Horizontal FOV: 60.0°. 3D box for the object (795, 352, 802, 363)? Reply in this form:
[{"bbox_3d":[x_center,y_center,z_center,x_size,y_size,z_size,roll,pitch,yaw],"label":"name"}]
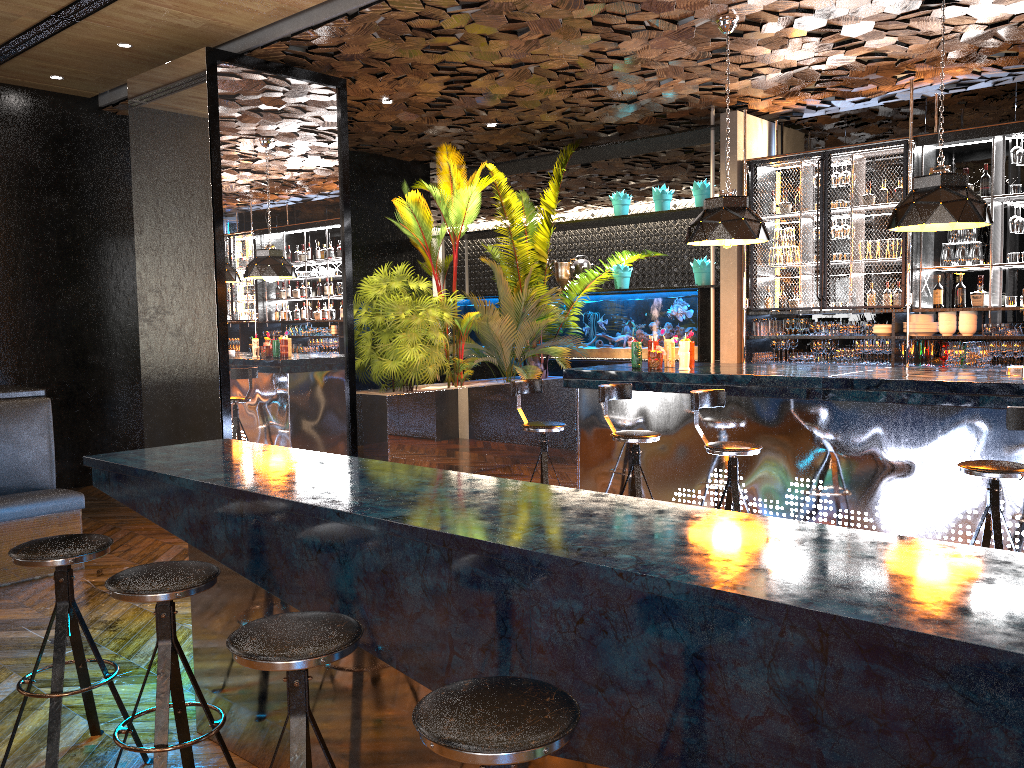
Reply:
[{"bbox_3d":[2.821,-0.259,8.736,0.093,0.101,0.093,-1,4,2],"label":"object"}]

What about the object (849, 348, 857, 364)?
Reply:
[{"bbox_3d":[3.236,-0.265,8.428,0.074,0.146,0.065,-3,5,-25],"label":"object"}]

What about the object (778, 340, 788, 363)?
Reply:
[{"bbox_3d":[2.668,-0.318,8.729,0.091,0.227,0.091,-3,5,-25],"label":"object"}]

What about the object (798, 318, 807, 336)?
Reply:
[{"bbox_3d":[2.802,-0.549,8.557,0.087,0.170,0.087,-1,4,2],"label":"object"}]

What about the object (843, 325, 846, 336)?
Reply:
[{"bbox_3d":[3.129,-0.509,8.407,0.078,0.103,0.078,-1,4,-5],"label":"object"}]

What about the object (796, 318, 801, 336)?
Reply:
[{"bbox_3d":[2.816,-0.557,8.666,0.087,0.170,0.087,-1,4,2],"label":"object"}]

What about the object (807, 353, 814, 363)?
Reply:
[{"bbox_3d":[2.899,-0.255,8.669,0.093,0.101,0.093,-3,5,-27],"label":"object"}]

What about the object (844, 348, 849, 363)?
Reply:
[{"bbox_3d":[3.223,-0.275,8.559,0.074,0.146,0.065,-2,4,-19],"label":"object"}]

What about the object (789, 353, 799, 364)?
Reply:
[{"bbox_3d":[2.751,-0.252,8.658,0.093,0.101,0.093,0,4,10],"label":"object"}]

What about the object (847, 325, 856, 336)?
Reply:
[{"bbox_3d":[3.160,-0.497,8.258,0.078,0.099,0.078,0,4,9],"label":"object"}]

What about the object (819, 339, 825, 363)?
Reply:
[{"bbox_3d":[3.014,-0.318,8.632,0.088,0.229,0.077,-4,5,-33],"label":"object"}]

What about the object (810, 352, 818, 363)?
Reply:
[{"bbox_3d":[2.970,-0.262,8.741,0.093,0.101,0.093,-4,5,-33],"label":"object"}]

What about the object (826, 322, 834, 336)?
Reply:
[{"bbox_3d":[3.009,-0.521,8.398,0.074,0.131,0.074,-4,5,-35],"label":"object"}]

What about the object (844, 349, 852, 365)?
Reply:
[{"bbox_3d":[3.166,-0.258,8.348,0.074,0.146,0.065,2,5,36],"label":"object"}]

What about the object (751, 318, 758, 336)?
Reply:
[{"bbox_3d":[2.443,-0.573,8.917,0.067,0.174,0.067,-5,6,-40],"label":"object"}]

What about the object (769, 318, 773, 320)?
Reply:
[{"bbox_3d":[2.613,-0.582,9.003,0.067,0.174,0.067,-1,4,2],"label":"object"}]

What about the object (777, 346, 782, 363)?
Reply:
[{"bbox_3d":[2.673,-0.329,8.872,0.091,0.227,0.091,-2,4,-9],"label":"object"}]

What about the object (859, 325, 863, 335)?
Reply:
[{"bbox_3d":[3.317,-0.516,8.475,0.078,0.099,0.078,0,4,9],"label":"object"}]

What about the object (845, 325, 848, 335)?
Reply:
[{"bbox_3d":[3.188,-0.515,8.476,0.078,0.103,0.078,-1,4,-5],"label":"object"}]

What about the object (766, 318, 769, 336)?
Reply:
[{"bbox_3d":[2.555,-0.576,8.934,0.067,0.174,0.067,-3,5,-23],"label":"object"}]

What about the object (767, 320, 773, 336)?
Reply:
[{"bbox_3d":[2.559,-0.555,8.805,0.058,0.152,0.051,-5,6,-43],"label":"object"}]

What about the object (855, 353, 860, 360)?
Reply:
[{"bbox_3d":[3.307,-0.272,8.502,0.065,0.146,0.074,-3,5,-26],"label":"object"}]

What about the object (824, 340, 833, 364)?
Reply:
[{"bbox_3d":[3.035,-0.309,8.498,0.088,0.229,0.077,3,6,41],"label":"object"}]

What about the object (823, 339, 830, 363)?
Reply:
[{"bbox_3d":[3.077,-0.324,8.700,0.077,0.229,0.088,0,4,16],"label":"object"}]

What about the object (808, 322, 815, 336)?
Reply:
[{"bbox_3d":[2.902,-0.534,8.577,0.081,0.132,0.081,0,4,13],"label":"object"}]

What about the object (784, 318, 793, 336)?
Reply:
[{"bbox_3d":[2.696,-0.555,8.665,0.087,0.170,0.087,-1,4,2],"label":"object"}]

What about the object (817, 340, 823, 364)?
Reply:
[{"bbox_3d":[2.963,-0.313,8.568,0.088,0.229,0.077,-1,4,1],"label":"object"}]

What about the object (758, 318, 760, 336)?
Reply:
[{"bbox_3d":[2.494,-0.578,8.971,0.067,0.174,0.067,-2,4,-8],"label":"object"}]

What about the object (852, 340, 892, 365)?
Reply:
[{"bbox_3d":[3.364,-0.292,8.226,0.376,0.227,0.186,3,6,40],"label":"object"}]

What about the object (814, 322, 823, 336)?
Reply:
[{"bbox_3d":[2.929,-0.527,8.484,0.081,0.132,0.081,0,4,13],"label":"object"}]

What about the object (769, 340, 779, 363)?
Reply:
[{"bbox_3d":[2.600,-0.322,8.792,0.091,0.227,0.091,-1,4,4],"label":"object"}]

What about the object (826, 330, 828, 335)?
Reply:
[{"bbox_3d":[3.095,-0.544,8.670,0.081,0.132,0.081,0,4,13],"label":"object"}]

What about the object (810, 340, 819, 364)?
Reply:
[{"bbox_3d":[2.902,-0.306,8.501,0.077,0.229,0.088,-4,5,-35],"label":"object"}]

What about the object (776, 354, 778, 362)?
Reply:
[{"bbox_3d":[2.708,-0.269,9.082,0.034,0.080,0.034,-4,5,-39],"label":"object"}]

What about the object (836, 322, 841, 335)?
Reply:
[{"bbox_3d":[3.126,-0.532,8.526,0.074,0.131,0.074,-4,5,-35],"label":"object"}]

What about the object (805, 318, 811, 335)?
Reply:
[{"bbox_3d":[2.913,-0.567,8.774,0.087,0.170,0.087,-1,4,2],"label":"object"}]

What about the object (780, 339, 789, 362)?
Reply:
[{"bbox_3d":[2.756,-0.338,8.977,0.091,0.227,0.091,-5,6,-45],"label":"object"}]

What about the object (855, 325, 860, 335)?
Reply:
[{"bbox_3d":[3.258,-0.510,8.415,0.078,0.099,0.078,0,4,9],"label":"object"}]

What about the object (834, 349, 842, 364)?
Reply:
[{"bbox_3d":[3.091,-0.261,8.408,0.074,0.146,0.065,0,4,18],"label":"object"}]

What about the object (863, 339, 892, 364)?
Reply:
[{"bbox_3d":[3.494,-0.305,8.372,0.376,0.227,0.186,3,6,40],"label":"object"}]

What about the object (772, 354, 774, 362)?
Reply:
[{"bbox_3d":[2.648,-0.263,9.014,0.034,0.080,0.034,3,6,41],"label":"object"}]

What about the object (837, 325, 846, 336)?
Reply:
[{"bbox_3d":[3.091,-0.503,8.329,0.078,0.103,0.078,-1,4,-5],"label":"object"}]

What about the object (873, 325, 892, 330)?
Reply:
[{"bbox_3d":[3.416,-0.515,8.125,0.209,0.060,0.211,-1,4,-4],"label":"object"}]

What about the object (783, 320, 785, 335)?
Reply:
[{"bbox_3d":[2.755,-0.575,9.026,0.051,0.152,0.058,-1,4,2],"label":"object"}]

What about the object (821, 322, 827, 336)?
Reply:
[{"bbox_3d":[3.007,-0.535,8.575,0.081,0.132,0.081,0,4,13],"label":"object"}]

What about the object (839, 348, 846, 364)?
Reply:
[{"bbox_3d":[3.159,-0.268,8.486,0.074,0.146,0.065,-4,5,-36],"label":"object"}]

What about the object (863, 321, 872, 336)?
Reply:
[{"bbox_3d":[3.307,-0.515,8.249,0.074,0.131,0.074,-4,5,-35],"label":"object"}]

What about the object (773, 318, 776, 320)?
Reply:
[{"bbox_3d":[2.671,-0.588,9.068,0.067,0.174,0.067,-2,4,-9],"label":"object"}]

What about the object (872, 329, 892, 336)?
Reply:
[{"bbox_3d":[3.416,-0.474,8.129,0.211,0.060,0.209,-1,4,1],"label":"object"}]

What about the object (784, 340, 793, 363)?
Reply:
[{"bbox_3d":[2.739,-0.325,8.804,0.091,0.227,0.091,-1,4,5],"label":"object"}]

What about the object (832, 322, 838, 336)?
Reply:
[{"bbox_3d":[3.069,-0.527,8.461,0.074,0.131,0.074,-4,5,-35],"label":"object"}]

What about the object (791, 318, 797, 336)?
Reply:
[{"bbox_3d":[2.775,-0.563,8.754,0.087,0.170,0.087,-1,4,2],"label":"object"}]

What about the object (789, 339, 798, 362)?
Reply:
[{"bbox_3d":[2.819,-0.333,8.889,0.091,0.227,0.091,-1,4,4],"label":"object"}]

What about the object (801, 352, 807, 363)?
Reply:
[{"bbox_3d":[2.892,-0.266,8.814,0.093,0.101,0.093,1,5,28],"label":"object"}]

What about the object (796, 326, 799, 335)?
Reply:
[{"bbox_3d":[2.853,-0.571,8.842,0.087,0.170,0.087,-1,4,2],"label":"object"}]

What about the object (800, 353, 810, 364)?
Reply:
[{"bbox_3d":[2.833,-0.248,8.586,0.093,0.101,0.093,-1,4,4],"label":"object"}]

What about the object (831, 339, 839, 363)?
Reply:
[{"bbox_3d":[3.120,-0.317,8.588,0.088,0.229,0.077,3,6,43],"label":"object"}]

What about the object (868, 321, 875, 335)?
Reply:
[{"bbox_3d":[3.403,-0.528,8.401,0.074,0.131,0.074,-4,5,-35],"label":"object"}]
